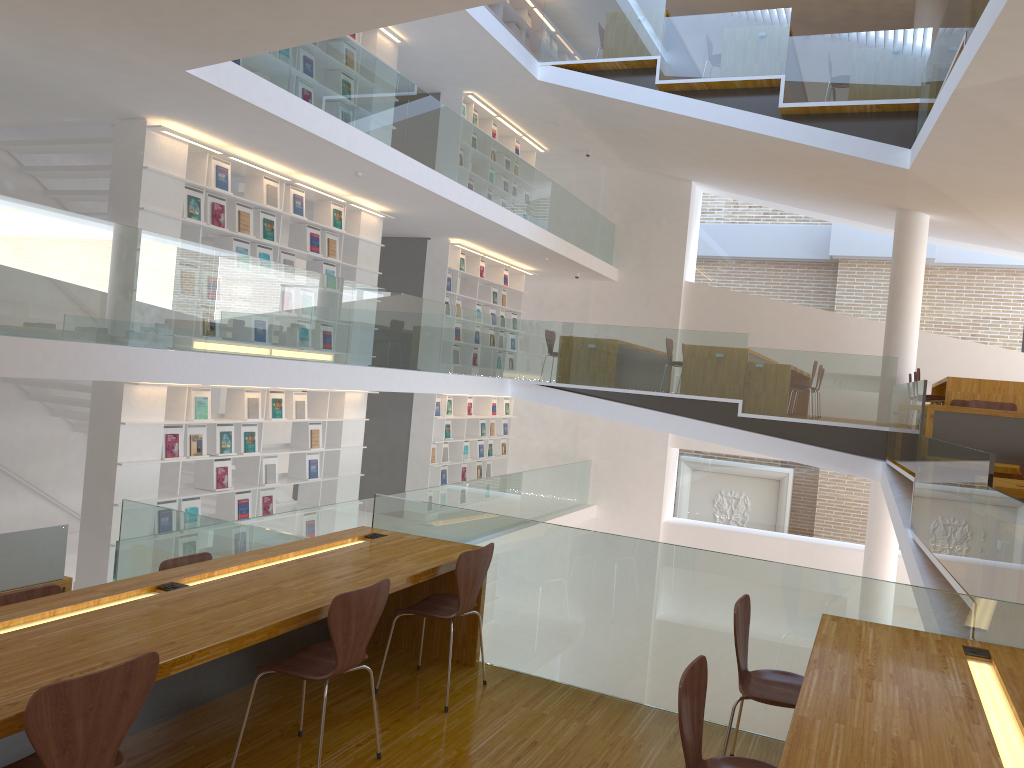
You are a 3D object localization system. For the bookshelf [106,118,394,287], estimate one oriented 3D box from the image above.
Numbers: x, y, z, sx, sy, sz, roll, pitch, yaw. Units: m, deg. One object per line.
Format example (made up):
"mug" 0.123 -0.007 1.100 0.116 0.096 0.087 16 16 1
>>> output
"bookshelf" -2.391 -1.181 8.844 0.498 1.836 3.666 5 0 23

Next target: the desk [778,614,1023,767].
"desk" 1.027 1.263 2.149 0.760 0.606 3.185 5 0 23

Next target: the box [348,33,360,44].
"box" -1.820 -3.865 9.615 0.274 0.296 0.245 5 0 23

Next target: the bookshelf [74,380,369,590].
"bookshelf" -2.622 0.867 8.879 0.397 1.836 3.666 5 0 23

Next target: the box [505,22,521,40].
"box" 0.010 -5.425 13.797 0.274 0.296 0.245 5 0 23

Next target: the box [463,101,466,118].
"box" -0.770 -3.790 12.301 0.274 0.296 0.245 5 0 23

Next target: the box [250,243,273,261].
"box" -2.480 -1.202 8.634 0.274 0.296 0.245 5 0 23

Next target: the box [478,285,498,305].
"box" -0.355 -1.379 13.827 0.274 0.296 0.245 5 0 23

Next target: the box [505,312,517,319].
"box" -0.043 -1.029 14.649 0.274 0.296 0.245 5 0 23

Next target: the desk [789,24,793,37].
"desk" 3.455 -3.841 11.865 0.760 0.606 3.196 5 0 23

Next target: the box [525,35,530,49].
"box" 0.149 -5.416 14.131 0.274 0.296 0.245 5 0 23

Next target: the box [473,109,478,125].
"box" -0.617 -3.779 12.667 0.274 0.296 0.245 5 0 23

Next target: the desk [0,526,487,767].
"desk" -1.347 1.197 3.345 1.285 0.918 3.236 5 0 23

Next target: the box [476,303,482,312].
"box" -0.591 -1.068 13.333 0.274 0.296 0.245 5 0 23

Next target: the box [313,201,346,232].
"box" -1.982 -1.825 9.682 0.274 0.296 0.245 5 0 23

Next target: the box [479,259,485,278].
"box" -0.538 -1.723 13.307 0.274 0.296 0.245 5 0 23

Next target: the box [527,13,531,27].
"box" 0.178 -5.742 14.129 0.274 0.296 0.245 5 0 23

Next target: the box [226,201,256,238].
"box" -2.581 -1.539 8.318 0.274 0.296 0.245 5 0 23

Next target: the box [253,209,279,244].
"box" -2.448 -1.529 8.636 0.274 0.296 0.245 5 0 23

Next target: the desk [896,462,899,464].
"desk" 5.577 0.655 8.604 3.356 0.606 0.760 5 0 23

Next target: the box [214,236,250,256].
"box" -2.610 -1.211 8.322 0.274 0.296 0.245 5 0 23

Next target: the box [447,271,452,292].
"box" -0.977 -1.425 12.334 0.274 0.296 0.245 5 0 23

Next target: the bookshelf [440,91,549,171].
"bookshelf" -0.259 -3.079 13.500 0.498 1.836 2.984 5 0 23

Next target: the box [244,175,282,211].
"box" -2.416 -1.856 8.640 0.274 0.296 0.245 5 0 23

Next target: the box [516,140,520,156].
"box" -0.003 -3.735 14.144 0.274 0.296 0.245 5 0 23

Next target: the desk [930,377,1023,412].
"desk" 5.869 0.395 10.841 1.247 0.762 3.194 5 0 23

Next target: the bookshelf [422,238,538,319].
"bookshelf" -0.442 -1.041 13.515 0.498 1.836 2.984 5 0 23

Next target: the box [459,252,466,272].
"box" -0.801 -1.741 12.682 0.274 0.296 0.245 5 0 23

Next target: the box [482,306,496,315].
"box" -0.384 -1.053 13.830 0.274 0.296 0.245 5 0 23

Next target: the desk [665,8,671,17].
"desk" 2.121 -4.272 12.433 0.760 0.606 3.196 5 0 23

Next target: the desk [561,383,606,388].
"desk" 1.545 -0.236 12.592 0.760 0.606 3.194 5 0 23

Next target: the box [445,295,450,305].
"box" -1.004 -1.097 12.342 0.274 0.296 0.245 5 0 23

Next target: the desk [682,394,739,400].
"desk" 3.222 -0.004 11.885 1.248 0.757 3.196 5 0 23

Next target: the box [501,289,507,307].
"box" -0.216 -1.370 14.161 0.274 0.296 0.245 5 0 23

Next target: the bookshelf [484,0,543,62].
"bookshelf" -0.078 -5.086 13.485 0.498 1.836 2.984 5 0 23

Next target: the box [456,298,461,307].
"box" -0.859 -1.087 12.689 0.274 0.296 0.245 5 0 23

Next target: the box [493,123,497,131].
"box" -0.354 -3.762 13.292 0.274 0.296 0.245 5 0 23

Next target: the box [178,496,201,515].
"box" -2.964 1.159 8.003 0.274 0.296 0.245 5 0 23

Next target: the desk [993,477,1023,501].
"desk" 3.901 1.045 3.872 3.243 0.785 1.527 5 0 23

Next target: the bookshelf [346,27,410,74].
"bookshelf" -2.207 -3.219 8.829 0.498 1.836 3.666 5 0 23

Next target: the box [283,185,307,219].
"box" -2.256 -1.845 9.026 0.274 0.296 0.245 5 0 23

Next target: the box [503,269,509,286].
"box" -0.186 -1.697 14.159 0.274 0.296 0.245 5 0 23

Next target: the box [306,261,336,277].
"box" -2.060 -1.172 9.643 0.274 0.296 0.245 5 0 23

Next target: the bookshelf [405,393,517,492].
"bookshelf" -0.627 1.012 13.530 0.498 1.836 2.984 5 0 23

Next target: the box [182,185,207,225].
"box" -2.835 -1.558 7.707 0.274 0.296 0.245 5 0 23

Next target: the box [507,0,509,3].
"box" -0.174 -5.769 13.277 0.274 0.296 0.245 5 0 23

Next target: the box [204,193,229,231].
"box" -2.730 -1.550 7.992 0.274 0.296 0.245 5 0 23

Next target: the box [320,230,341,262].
"box" -2.031 -1.499 9.639 0.274 0.296 0.245 5 0 23

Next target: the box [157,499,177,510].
"box" -3.078 1.150 7.730 0.274 0.296 0.245 5 0 23

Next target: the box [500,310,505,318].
"box" -0.249 -1.043 14.155 0.274 0.296 0.245 5 0 23

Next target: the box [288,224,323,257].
"box" -2.161 -1.511 9.326 0.274 0.296 0.245 5 0 23

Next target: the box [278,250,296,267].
"box" -2.338 -1.192 8.975 0.274 0.296 0.245 5 0 23

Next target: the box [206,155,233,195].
"box" -2.689 -1.876 7.985 0.274 0.296 0.245 5 0 23

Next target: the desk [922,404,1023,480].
"desk" 4.857 0.813 6.698 3.216 1.022 1.248 5 0 23
